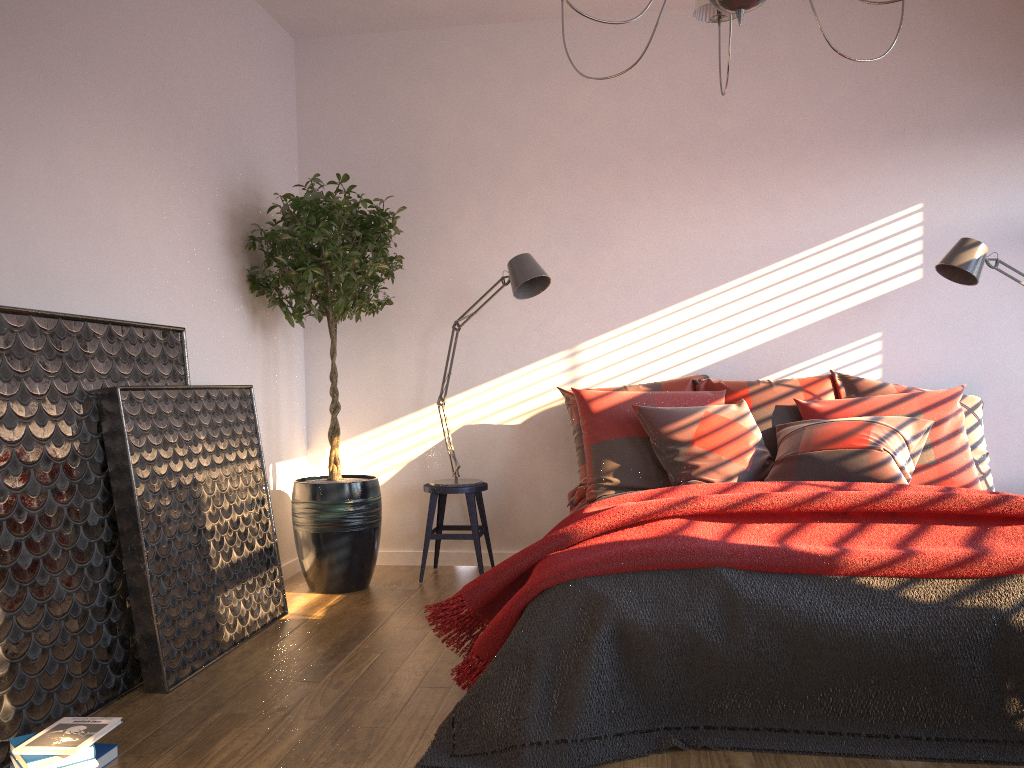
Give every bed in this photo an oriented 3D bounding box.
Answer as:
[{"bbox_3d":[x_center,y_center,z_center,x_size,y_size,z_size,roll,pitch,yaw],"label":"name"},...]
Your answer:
[{"bbox_3d":[1.160,0.589,3.437,2.036,0.771,2.309,-1,0,8],"label":"bed"}]

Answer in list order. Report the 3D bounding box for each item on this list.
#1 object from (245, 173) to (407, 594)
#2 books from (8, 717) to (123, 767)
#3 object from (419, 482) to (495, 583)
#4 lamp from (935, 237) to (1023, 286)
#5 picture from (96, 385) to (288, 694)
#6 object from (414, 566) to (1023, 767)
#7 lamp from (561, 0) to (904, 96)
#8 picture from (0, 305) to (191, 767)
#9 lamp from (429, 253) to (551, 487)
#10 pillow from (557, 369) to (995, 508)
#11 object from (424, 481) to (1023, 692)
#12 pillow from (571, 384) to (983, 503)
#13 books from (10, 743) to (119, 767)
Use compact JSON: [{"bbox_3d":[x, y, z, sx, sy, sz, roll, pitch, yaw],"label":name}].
[{"bbox_3d":[-0.913,0.006,4.327,0.813,2.025,0.799,-1,3,11],"label":"object"},{"bbox_3d":[-1.205,0.947,2.324,0.258,0.050,0.270,-1,0,4],"label":"books"},{"bbox_3d":[-0.286,0.761,4.611,0.338,0.481,0.341,-1,2,8],"label":"object"},{"bbox_3d":[2.310,-0.096,4.034,0.788,1.130,0.278,-1,3,0],"label":"lamp"},{"bbox_3d":[-1.174,0.518,3.406,0.210,1.029,1.023,-1,2,8],"label":"picture"},{"bbox_3d":[1.058,0.689,2.644,2.506,0.569,1.120,-1,1,8],"label":"object"},{"bbox_3d":[0.568,-1.402,2.215,1.101,1.081,1.244,-1,1,8],"label":"lamp"},{"bbox_3d":[-1.363,0.407,2.885,0.172,1.255,1.246,-1,2,8],"label":"picture"},{"bbox_3d":[-0.133,-0.047,4.383,0.279,1.130,0.788,-4,3,-41],"label":"lamp"},{"bbox_3d":[1.246,0.300,4.026,2.142,0.735,1.142,-1,1,6],"label":"pillow"},{"bbox_3d":[1.041,0.659,2.789,2.645,0.662,0.681,-1,1,9],"label":"object"},{"bbox_3d":[1.171,0.274,4.069,1.814,0.553,0.526,-1,2,9],"label":"pillow"},{"bbox_3d":[-1.184,0.997,2.352,0.258,0.050,0.270,-1,0,-37],"label":"books"}]
